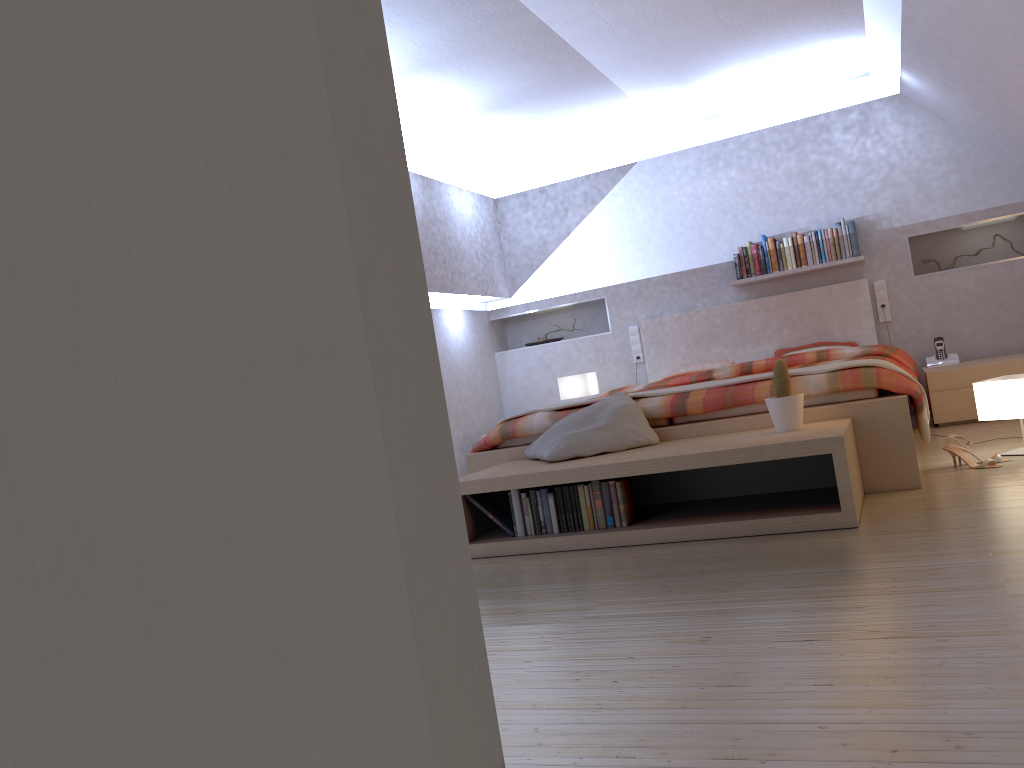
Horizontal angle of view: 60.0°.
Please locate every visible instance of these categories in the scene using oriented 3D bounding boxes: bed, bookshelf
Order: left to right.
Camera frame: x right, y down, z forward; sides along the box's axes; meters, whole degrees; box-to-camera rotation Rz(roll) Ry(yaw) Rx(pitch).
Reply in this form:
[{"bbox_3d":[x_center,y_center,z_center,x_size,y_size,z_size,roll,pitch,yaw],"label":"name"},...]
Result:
[{"bbox_3d":[0.555,0.411,3.485,1.495,0.303,0.643,-9,0,24],"label":"bookshelf"},{"bbox_3d":[1.224,-0.034,5.160,2.087,0.994,3.009,-9,0,24],"label":"bed"},{"bbox_3d":[2.021,-0.798,6.306,0.916,0.028,0.223,-9,0,24],"label":"bookshelf"}]

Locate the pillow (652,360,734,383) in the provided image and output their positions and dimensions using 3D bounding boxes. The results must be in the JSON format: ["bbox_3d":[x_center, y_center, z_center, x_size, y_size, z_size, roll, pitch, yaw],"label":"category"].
[{"bbox_3d":[1.312,-0.047,6.457,0.572,0.180,0.492,-9,0,24],"label":"pillow"}]

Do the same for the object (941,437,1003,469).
[{"bbox_3d":[1.906,0.280,3.684,0.079,0.132,0.235,-9,0,-35],"label":"object"}]

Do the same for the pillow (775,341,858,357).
[{"bbox_3d":[2.066,-0.186,6.070,0.566,0.188,0.497,-9,0,24],"label":"pillow"}]

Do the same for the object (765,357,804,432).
[{"bbox_3d":[1.031,0.039,3.367,0.144,0.294,0.144,-9,-1,-41],"label":"object"}]

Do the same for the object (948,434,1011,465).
[{"bbox_3d":[1.974,0.270,3.760,0.235,0.132,0.079,-9,0,29],"label":"object"}]

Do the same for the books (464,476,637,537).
[{"bbox_3d":[0.140,0.480,3.472,0.652,0.193,0.157,-9,0,24],"label":"books"}]

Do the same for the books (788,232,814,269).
[{"bbox_3d":[2.051,-0.949,6.283,0.140,0.260,0.209,-9,0,24],"label":"books"}]

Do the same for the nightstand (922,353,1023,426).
[{"bbox_3d":[3.035,0.010,5.470,0.859,0.329,0.847,-9,0,24],"label":"nightstand"}]

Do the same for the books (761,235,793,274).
[{"bbox_3d":[1.907,-0.936,6.351,0.178,0.281,0.200,-9,0,24],"label":"books"}]

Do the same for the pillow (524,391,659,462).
[{"bbox_3d":[0.324,0.184,3.843,0.498,0.241,0.470,-9,0,-12],"label":"pillow"}]

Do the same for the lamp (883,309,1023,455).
[{"bbox_3d":[2.457,-0.134,4.907,0.396,0.788,2.551,-9,0,14],"label":"lamp"}]

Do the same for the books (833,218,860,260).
[{"bbox_3d":[2.323,-1.005,6.167,0.145,0.281,0.200,-9,0,24],"label":"books"}]

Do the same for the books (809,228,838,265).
[{"bbox_3d":[2.190,-0.958,6.228,0.159,0.231,0.200,-9,0,24],"label":"books"}]

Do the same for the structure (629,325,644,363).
[{"bbox_3d":[0.970,-0.310,6.909,0.077,0.286,0.034,-9,0,24],"label":"structure"}]

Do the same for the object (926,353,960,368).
[{"bbox_3d":[2.851,-0.163,5.877,0.192,0.087,0.153,-9,0,24],"label":"object"}]

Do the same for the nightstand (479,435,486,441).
[{"bbox_3d":[0.337,0.458,6.662,0.859,0.329,0.847,-9,0,24],"label":"nightstand"}]

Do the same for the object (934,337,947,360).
[{"bbox_3d":[2.848,-0.228,5.895,0.060,0.169,0.079,-9,0,24],"label":"object"}]

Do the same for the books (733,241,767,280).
[{"bbox_3d":[1.730,-0.896,6.421,0.209,0.260,0.215,-9,0,24],"label":"books"}]

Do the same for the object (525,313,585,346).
[{"bbox_3d":[0.360,-0.466,7.328,0.589,0.242,0.183,-9,0,22],"label":"object"}]

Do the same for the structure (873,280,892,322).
[{"bbox_3d":[2.587,-0.578,6.195,0.077,0.286,0.034,-9,0,24],"label":"structure"}]

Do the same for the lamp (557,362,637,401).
[{"bbox_3d":[0.658,0.108,6.797,0.684,0.515,0.318,-9,0,-38],"label":"lamp"}]

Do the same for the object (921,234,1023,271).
[{"bbox_3d":[3.281,-0.921,6.035,0.905,0.193,0.085,-9,0,24],"label":"object"}]
